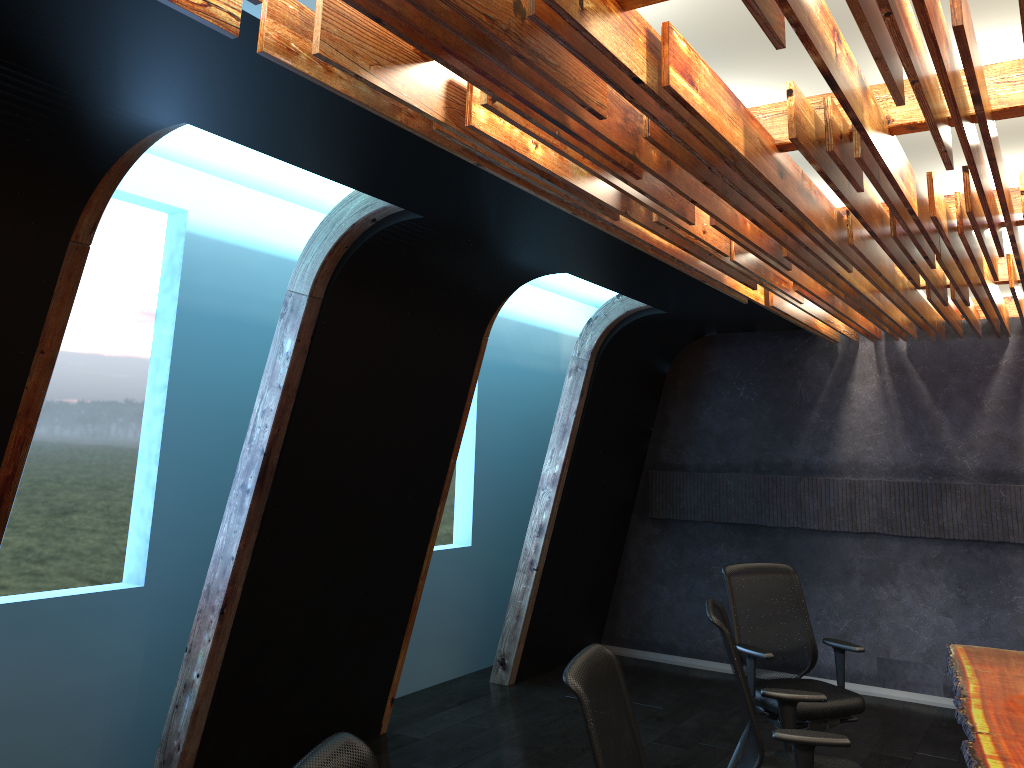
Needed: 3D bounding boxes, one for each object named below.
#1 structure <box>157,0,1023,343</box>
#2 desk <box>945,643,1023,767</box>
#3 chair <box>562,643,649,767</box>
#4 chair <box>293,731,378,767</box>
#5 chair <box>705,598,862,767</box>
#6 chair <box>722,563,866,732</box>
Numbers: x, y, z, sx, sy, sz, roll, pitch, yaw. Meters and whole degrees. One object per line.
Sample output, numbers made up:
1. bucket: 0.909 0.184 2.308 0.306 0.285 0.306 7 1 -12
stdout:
1. structure: 1.696 0.416 1.780 4.507 3.052 11.309 -3 -7 32
2. desk: 1.763 1.694 2.008 2.027 0.833 6.565 -2 -6 32
3. chair: 0.573 1.499 2.619 0.795 1.265 0.797 -1 -11 16
4. chair: -0.066 1.399 1.619 0.796 1.265 0.796 1 -10 7
5. chair: 1.243 1.610 3.741 0.796 1.265 0.796 0 -10 11
6. chair: 1.679 1.734 5.108 0.813 1.265 0.779 6 -11 -23
